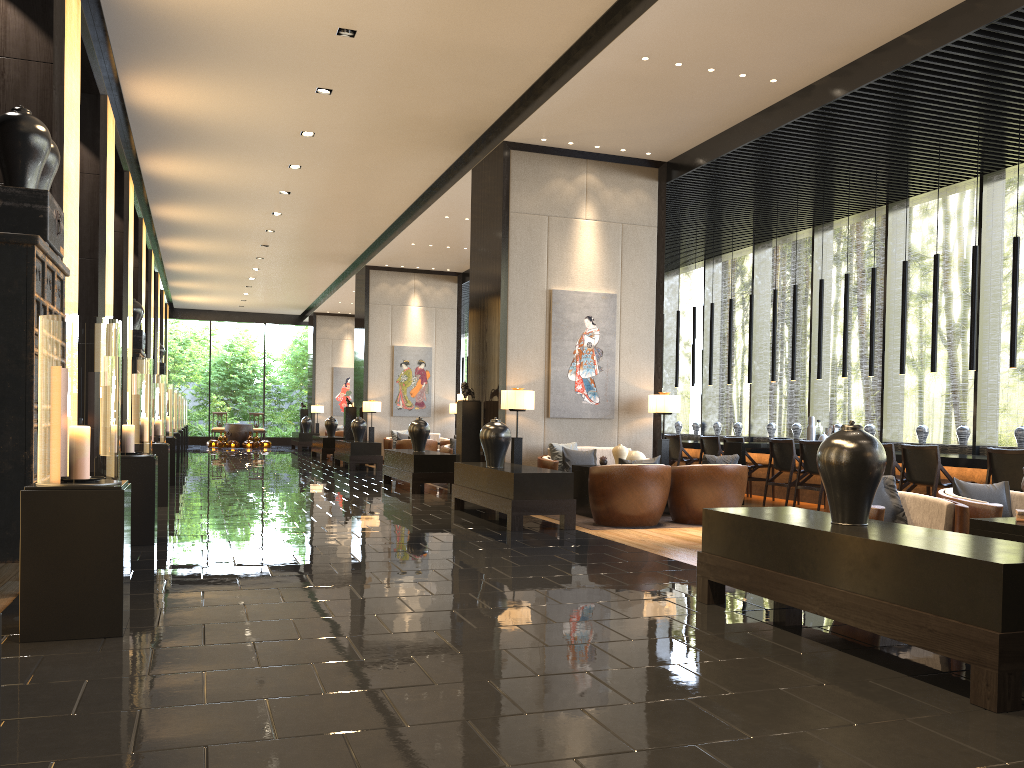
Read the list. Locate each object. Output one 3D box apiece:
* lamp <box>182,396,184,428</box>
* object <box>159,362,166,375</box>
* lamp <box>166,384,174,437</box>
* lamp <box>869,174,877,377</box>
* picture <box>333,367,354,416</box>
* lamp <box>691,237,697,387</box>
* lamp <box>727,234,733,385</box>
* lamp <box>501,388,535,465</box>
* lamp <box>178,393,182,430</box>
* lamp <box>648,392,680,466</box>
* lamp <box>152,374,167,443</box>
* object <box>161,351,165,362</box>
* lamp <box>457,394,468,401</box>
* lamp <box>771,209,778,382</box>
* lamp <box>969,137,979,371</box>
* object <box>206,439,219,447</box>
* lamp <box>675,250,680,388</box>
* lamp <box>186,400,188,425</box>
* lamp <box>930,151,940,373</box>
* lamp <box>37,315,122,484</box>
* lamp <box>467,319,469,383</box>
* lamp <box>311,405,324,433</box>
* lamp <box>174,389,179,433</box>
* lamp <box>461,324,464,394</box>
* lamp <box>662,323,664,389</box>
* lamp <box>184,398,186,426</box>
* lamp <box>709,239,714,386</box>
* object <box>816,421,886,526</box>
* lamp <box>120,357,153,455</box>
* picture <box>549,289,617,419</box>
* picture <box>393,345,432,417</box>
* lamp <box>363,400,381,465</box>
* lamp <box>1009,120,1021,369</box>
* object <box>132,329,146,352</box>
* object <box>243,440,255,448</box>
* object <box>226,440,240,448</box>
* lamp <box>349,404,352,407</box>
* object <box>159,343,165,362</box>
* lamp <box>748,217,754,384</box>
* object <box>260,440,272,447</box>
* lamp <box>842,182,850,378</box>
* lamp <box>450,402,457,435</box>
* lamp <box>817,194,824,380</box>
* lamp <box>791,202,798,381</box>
[{"bbox_3d":[-7.786,0.648,20.542,0.337,0.730,0.336,1,0,-18],"label":"lamp"},{"bbox_3d":[-8.722,-0.362,21.825,0.365,0.315,0.606,1,-2,-19],"label":"object"},{"bbox_3d":[-4.855,0.361,12.237,0.337,0.730,0.336,1,0,-14],"label":"lamp"},{"bbox_3d":[4.225,-1.299,10.331,0.060,2.422,0.060,1,1,-24],"label":"lamp"},{"bbox_3d":[-5.126,0.242,27.446,0.835,1.503,0.037,1,1,-19],"label":"picture"},{"bbox_3d":[2.904,-1.169,14.074,0.060,2.422,0.060,1,1,-24],"label":"lamp"},{"bbox_3d":[3.246,-1.202,13.105,0.060,2.422,0.060,1,1,-24],"label":"lamp"},{"bbox_3d":[0.054,0.723,9.967,0.374,1.349,0.375,2,1,32],"label":"lamp"},{"bbox_3d":[-6.809,0.553,17.774,0.337,0.730,0.336,1,0,-18],"label":"lamp"},{"bbox_3d":[1.810,0.780,10.587,0.375,1.352,0.374,1,1,10],"label":"lamp"},{"bbox_3d":[-3.878,0.265,9.468,0.336,0.730,0.337,1,1,44],"label":"lamp"},{"bbox_3d":[-8.781,-0.763,21.979,0.311,0.493,0.311,1,0,-38],"label":"object"},{"bbox_3d":[-0.548,0.796,11.672,0.374,1.320,0.375,1,1,25],"label":"lamp"},{"bbox_3d":[3.601,-1.237,12.099,0.060,2.422,0.060,1,1,-24],"label":"lamp"},{"bbox_3d":[4.701,-1.345,8.981,0.060,2.422,0.060,1,1,-14],"label":"lamp"},{"bbox_3d":[-9.160,1.814,27.150,0.369,0.229,0.370,1,-1,-2],"label":"object"},{"bbox_3d":[2.735,-1.152,14.552,0.060,2.422,0.060,1,1,-24],"label":"lamp"},{"bbox_3d":[-9.739,0.840,26.080,0.337,0.730,0.336,1,1,-32],"label":"lamp"},{"bbox_3d":[4.535,-1.329,9.454,0.060,2.422,0.060,1,1,-24],"label":"lamp"},{"bbox_3d":[-1.939,0.075,3.975,0.337,0.730,0.336,1,0,-10],"label":"lamp"},{"bbox_3d":[-1.292,-0.757,25.965,0.060,2.422,0.060,2,1,36],"label":"lamp"},{"bbox_3d":[-5.908,1.306,26.862,0.375,1.352,0.374,1,1,10],"label":"lamp"},{"bbox_3d":[-5.832,0.457,15.005,0.337,0.730,0.336,1,0,-18],"label":"lamp"},{"bbox_3d":[-1.463,-0.740,26.450,0.060,2.422,0.060,2,1,36],"label":"lamp"},{"bbox_3d":[2.561,-1.135,15.048,0.060,2.422,0.060,1,1,-24],"label":"lamp"},{"bbox_3d":[-8.763,0.744,23.311,0.337,0.730,0.336,1,0,-18],"label":"lamp"},{"bbox_3d":[3.075,-1.186,13.590,0.060,2.422,0.060,1,1,-24],"label":"lamp"},{"bbox_3d":[1.617,0.421,4.226,0.311,0.493,0.311,1,0,-31],"label":"object"},{"bbox_3d":[-2.901,0.169,6.700,0.336,0.730,0.337,1,1,44],"label":"lamp"},{"bbox_3d":[0.846,-0.344,10.521,0.835,1.503,0.037,1,1,-19],"label":"picture"},{"bbox_3d":[-2.129,-0.052,18.952,0.835,1.503,0.037,1,1,-19],"label":"picture"},{"bbox_3d":[-2.916,1.013,18.383,0.375,1.352,0.374,1,1,-1],"label":"lamp"},{"bbox_3d":[4.860,-1.361,8.530,0.060,2.422,0.060,1,1,-24],"label":"lamp"},{"bbox_3d":[-5.788,-0.650,13.511,0.365,0.315,0.606,1,-2,-19],"label":"object"},{"bbox_3d":[-8.010,1.827,26.945,0.370,0.229,0.370,1,-1,-17],"label":"object"},{"bbox_3d":[-8.443,1.812,26.787,0.369,0.229,0.370,1,-1,3],"label":"object"},{"bbox_3d":[-3.517,1.072,20.088,0.375,1.352,0.374,1,1,-1],"label":"lamp"},{"bbox_3d":[-8.670,-0.773,21.666,0.311,0.493,0.311,1,0,44],"label":"object"},{"bbox_3d":[3.418,-1.219,12.619,0.060,2.422,0.060,1,1,-24],"label":"lamp"},{"bbox_3d":[-7.700,1.861,27.646,0.369,0.229,0.370,0,-2,43],"label":"object"},{"bbox_3d":[4.073,-1.284,10.762,0.060,2.422,0.060,1,1,-24],"label":"lamp"},{"bbox_3d":[-1.160,1.071,19.003,0.375,1.352,0.374,1,1,-1],"label":"lamp"},{"bbox_3d":[3.918,-1.268,11.200,0.060,2.422,0.060,1,1,-24],"label":"lamp"},{"bbox_3d":[3.744,-1.251,11.693,0.060,2.422,0.060,1,1,-24],"label":"lamp"}]
